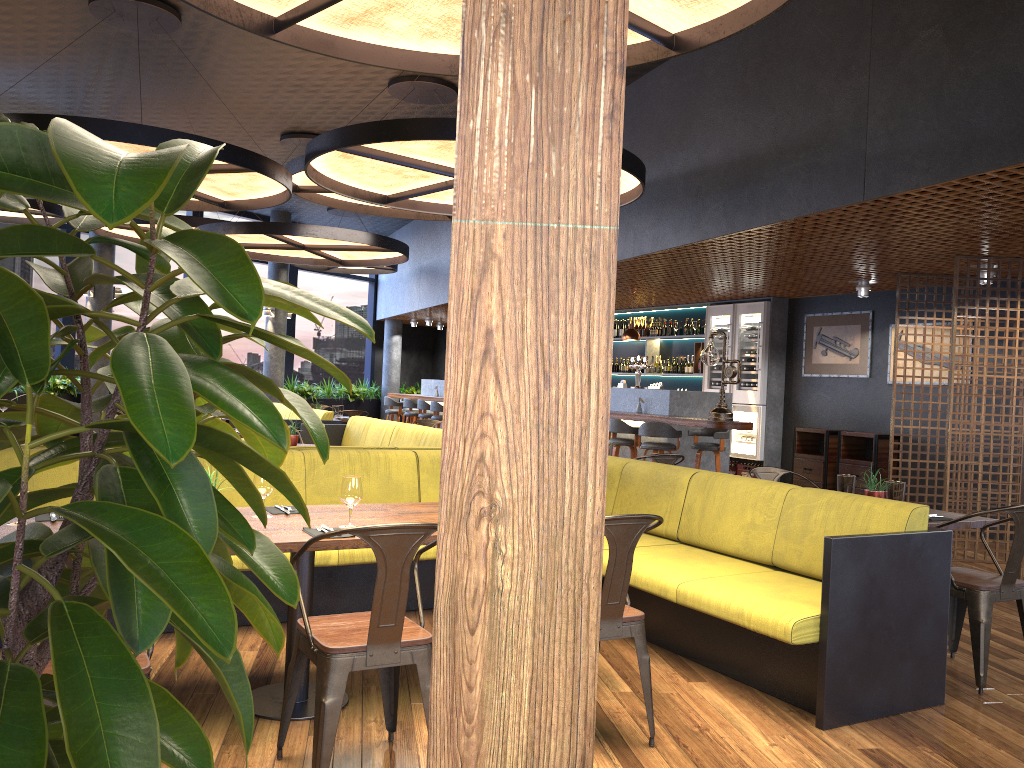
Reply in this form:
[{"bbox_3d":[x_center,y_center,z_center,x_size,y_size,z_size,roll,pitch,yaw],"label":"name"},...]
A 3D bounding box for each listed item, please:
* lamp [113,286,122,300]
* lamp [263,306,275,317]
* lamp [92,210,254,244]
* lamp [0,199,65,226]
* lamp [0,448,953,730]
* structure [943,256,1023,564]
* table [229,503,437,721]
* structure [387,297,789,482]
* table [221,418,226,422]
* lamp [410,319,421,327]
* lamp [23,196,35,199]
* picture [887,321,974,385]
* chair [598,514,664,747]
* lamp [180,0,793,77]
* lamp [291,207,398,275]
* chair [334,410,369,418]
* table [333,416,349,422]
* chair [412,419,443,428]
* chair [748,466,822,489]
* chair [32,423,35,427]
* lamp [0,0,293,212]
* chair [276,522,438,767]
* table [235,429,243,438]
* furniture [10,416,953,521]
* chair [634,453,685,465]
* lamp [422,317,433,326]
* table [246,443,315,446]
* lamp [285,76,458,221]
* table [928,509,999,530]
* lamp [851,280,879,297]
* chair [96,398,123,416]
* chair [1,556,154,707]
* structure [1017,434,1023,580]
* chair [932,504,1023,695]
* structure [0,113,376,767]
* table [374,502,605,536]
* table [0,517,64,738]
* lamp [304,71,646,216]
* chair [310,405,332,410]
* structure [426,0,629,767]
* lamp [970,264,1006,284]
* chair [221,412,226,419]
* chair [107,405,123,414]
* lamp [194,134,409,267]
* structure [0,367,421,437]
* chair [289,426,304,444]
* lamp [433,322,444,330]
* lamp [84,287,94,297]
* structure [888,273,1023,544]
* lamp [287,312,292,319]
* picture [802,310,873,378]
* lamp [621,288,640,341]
[{"bbox_3d":[-6.496,-1.481,14.556,0.215,0.215,0.189,3,0,36],"label":"lamp"},{"bbox_3d":[-4.683,-1.394,16.967,0.215,0.215,0.189,3,0,21],"label":"lamp"},{"bbox_3d":[-4.844,-2.762,13.527,2.778,1.159,2.778,3,0,6],"label":"lamp"},{"bbox_3d":[-7.269,-2.937,12.352,1.979,1.093,1.979,3,0,24],"label":"lamp"},{"bbox_3d":[1.343,0.085,5.409,9.057,2.714,3.017,3,0,-29],"label":"lamp"},{"bbox_3d":[4.534,0.245,7.856,1.319,2.700,0.050,3,0,1],"label":"structure"},{"bbox_3d":[-0.878,0.956,3.723,0.906,0.763,0.887,3,0,-30],"label":"table"},{"bbox_3d":[1.070,0.088,13.681,2.700,2.700,9.298,3,0,-29],"label":"structure"},{"bbox_3d":[-4.297,0.803,11.550,0.887,0.763,0.906,3,0,-30],"label":"table"},{"bbox_3d":[-2.141,-1.337,19.381,0.228,0.172,0.228,3,0,-29],"label":"lamp"},{"bbox_3d":[-6.119,-2.826,9.361,2.778,1.159,2.778,3,0,38],"label":"lamp"},{"bbox_3d":[4.694,-0.340,9.999,0.028,0.697,1.039,3,0,-29],"label":"picture"},{"bbox_3d":[0.290,0.931,3.493,0.504,0.917,0.541,3,0,-29],"label":"chair"},{"bbox_3d":[-0.169,-2.375,3.352,2.778,1.475,2.778,3,0,-29],"label":"lamp"},{"bbox_3d":[-3.126,-2.738,16.702,1.979,1.093,1.979,3,0,24],"label":"lamp"},{"bbox_3d":[-2.342,0.817,12.656,0.504,0.917,0.541,3,0,-29],"label":"chair"},{"bbox_3d":[-2.625,0.883,13.232,0.906,0.763,0.887,3,0,-30],"label":"table"},{"bbox_3d":[-0.899,0.882,10.275,0.504,0.917,0.541,3,0,-29],"label":"chair"},{"bbox_3d":[1.757,1.003,5.569,0.504,0.917,0.541,3,0,-29],"label":"chair"},{"bbox_3d":[-3.880,0.739,7.197,0.504,0.917,0.541,3,0,-29],"label":"chair"},{"bbox_3d":[-3.315,-2.519,7.736,2.778,1.475,2.778,3,0,20],"label":"lamp"},{"bbox_3d":[-0.499,0.894,3.048,0.504,0.917,0.541,3,0,-29],"label":"chair"},{"bbox_3d":[-2.935,0.864,9.100,0.906,0.763,0.887,3,0,-30],"label":"table"},{"bbox_3d":[-1.765,0.841,6.443,4.895,0.914,7.462,3,0,-34],"label":"furniture"},{"bbox_3d":[1.022,0.969,6.831,0.504,0.917,0.541,3,0,-29],"label":"chair"},{"bbox_3d":[-1.747,-1.320,18.646,0.228,0.172,0.228,3,0,-29],"label":"lamp"},{"bbox_3d":[-1.873,0.912,7.396,1.007,0.760,1.007,3,0,8],"label":"table"},{"bbox_3d":[-0.976,-2.584,9.485,2.778,1.159,2.778,3,0,21],"label":"lamp"},{"bbox_3d":[2.035,1.094,5.020,0.887,0.763,0.906,3,0,-30],"label":"table"},{"bbox_3d":[3.927,-1.061,9.907,0.228,0.172,0.228,3,0,-29],"label":"lamp"},{"bbox_3d":[-5.547,0.665,12.432,0.541,0.917,0.504,3,0,-11],"label":"chair"},{"bbox_3d":[-1.283,0.856,2.606,0.504,0.917,0.541,3,0,-29],"label":"chair"},{"bbox_3d":[4.522,0.244,6.653,1.319,2.700,0.050,3,0,1],"label":"structure"},{"bbox_3d":[2.358,1.030,4.500,0.504,0.917,0.541,3,0,-29],"label":"chair"},{"bbox_3d":[-0.642,0.465,1.084,0.993,1.763,1.166,3,0,31],"label":"structure"},{"bbox_3d":[-0.089,0.993,4.168,0.906,0.763,0.887,3,0,-30],"label":"table"},{"bbox_3d":[-1.662,0.918,3.275,0.906,0.763,0.887,3,0,-30],"label":"table"},{"bbox_3d":[-0.264,-2.375,7.364,2.778,1.475,2.778,3,0,-25],"label":"lamp"},{"bbox_3d":[-2.962,0.788,13.757,0.504,0.917,0.541,3,0,-29],"label":"chair"},{"bbox_3d":[0.008,0.025,0.692,0.050,2.700,0.852,3,0,1],"label":"structure"},{"bbox_3d":[4.491,-1.036,8.395,0.228,0.172,0.228,3,0,-29],"label":"lamp"},{"bbox_3d":[-3.238,0.771,9.700,0.504,0.917,0.541,3,0,-29],"label":"chair"},{"bbox_3d":[-4.804,0.699,11.063,0.504,0.917,0.541,3,0,38],"label":"chair"},{"bbox_3d":[-2.736,-2.487,11.801,2.778,1.475,2.778,3,0,25],"label":"lamp"},{"bbox_3d":[-6.436,0.380,15.358,0.808,1.413,17.112,3,0,36],"label":"structure"},{"bbox_3d":[-2.144,0.821,7.949,0.504,0.917,0.541,3,0,-29],"label":"chair"},{"bbox_3d":[-1.633,-1.313,20.095,0.228,0.172,0.228,3,0,-29],"label":"lamp"},{"bbox_3d":[-6.789,-1.496,14.075,0.215,0.215,0.189,3,0,28],"label":"lamp"},{"bbox_3d":[4.547,0.247,9.060,1.319,2.700,0.050,3,0,1],"label":"structure"},{"bbox_3d":[-4.410,-1.380,17.460,0.215,0.215,0.189,3,0,40],"label":"lamp"},{"bbox_3d":[4.064,-0.493,11.129,0.028,0.809,1.039,3,0,-29],"label":"picture"},{"bbox_3d":[1.569,-0.910,11.581,0.250,0.673,0.250,3,0,3],"label":"lamp"}]
